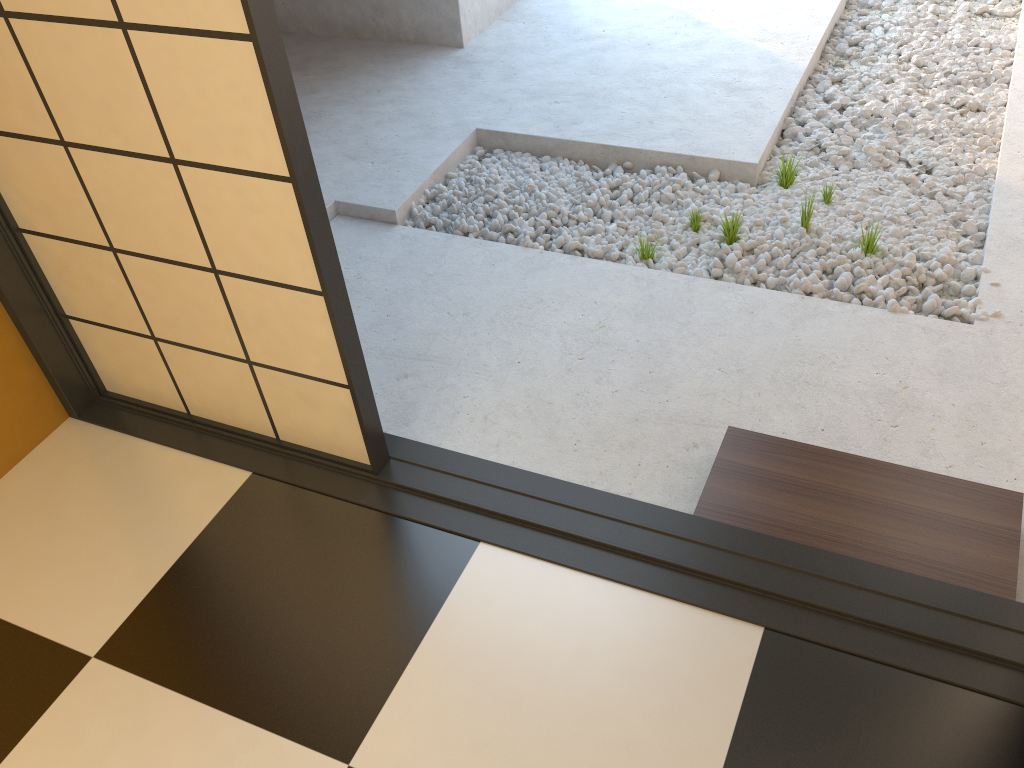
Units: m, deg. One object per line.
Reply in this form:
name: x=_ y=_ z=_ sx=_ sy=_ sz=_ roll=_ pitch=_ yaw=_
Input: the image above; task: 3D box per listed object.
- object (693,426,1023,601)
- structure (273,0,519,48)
object: x=0.822 y=0.330 z=2.132 sx=0.698 sy=0.106 sz=0.336 roll=13 pitch=46 yaw=20
structure: x=-1.878 y=-1.850 z=1.742 sx=1.149 sy=4.139 sz=6.292 roll=15 pitch=47 yaw=21
